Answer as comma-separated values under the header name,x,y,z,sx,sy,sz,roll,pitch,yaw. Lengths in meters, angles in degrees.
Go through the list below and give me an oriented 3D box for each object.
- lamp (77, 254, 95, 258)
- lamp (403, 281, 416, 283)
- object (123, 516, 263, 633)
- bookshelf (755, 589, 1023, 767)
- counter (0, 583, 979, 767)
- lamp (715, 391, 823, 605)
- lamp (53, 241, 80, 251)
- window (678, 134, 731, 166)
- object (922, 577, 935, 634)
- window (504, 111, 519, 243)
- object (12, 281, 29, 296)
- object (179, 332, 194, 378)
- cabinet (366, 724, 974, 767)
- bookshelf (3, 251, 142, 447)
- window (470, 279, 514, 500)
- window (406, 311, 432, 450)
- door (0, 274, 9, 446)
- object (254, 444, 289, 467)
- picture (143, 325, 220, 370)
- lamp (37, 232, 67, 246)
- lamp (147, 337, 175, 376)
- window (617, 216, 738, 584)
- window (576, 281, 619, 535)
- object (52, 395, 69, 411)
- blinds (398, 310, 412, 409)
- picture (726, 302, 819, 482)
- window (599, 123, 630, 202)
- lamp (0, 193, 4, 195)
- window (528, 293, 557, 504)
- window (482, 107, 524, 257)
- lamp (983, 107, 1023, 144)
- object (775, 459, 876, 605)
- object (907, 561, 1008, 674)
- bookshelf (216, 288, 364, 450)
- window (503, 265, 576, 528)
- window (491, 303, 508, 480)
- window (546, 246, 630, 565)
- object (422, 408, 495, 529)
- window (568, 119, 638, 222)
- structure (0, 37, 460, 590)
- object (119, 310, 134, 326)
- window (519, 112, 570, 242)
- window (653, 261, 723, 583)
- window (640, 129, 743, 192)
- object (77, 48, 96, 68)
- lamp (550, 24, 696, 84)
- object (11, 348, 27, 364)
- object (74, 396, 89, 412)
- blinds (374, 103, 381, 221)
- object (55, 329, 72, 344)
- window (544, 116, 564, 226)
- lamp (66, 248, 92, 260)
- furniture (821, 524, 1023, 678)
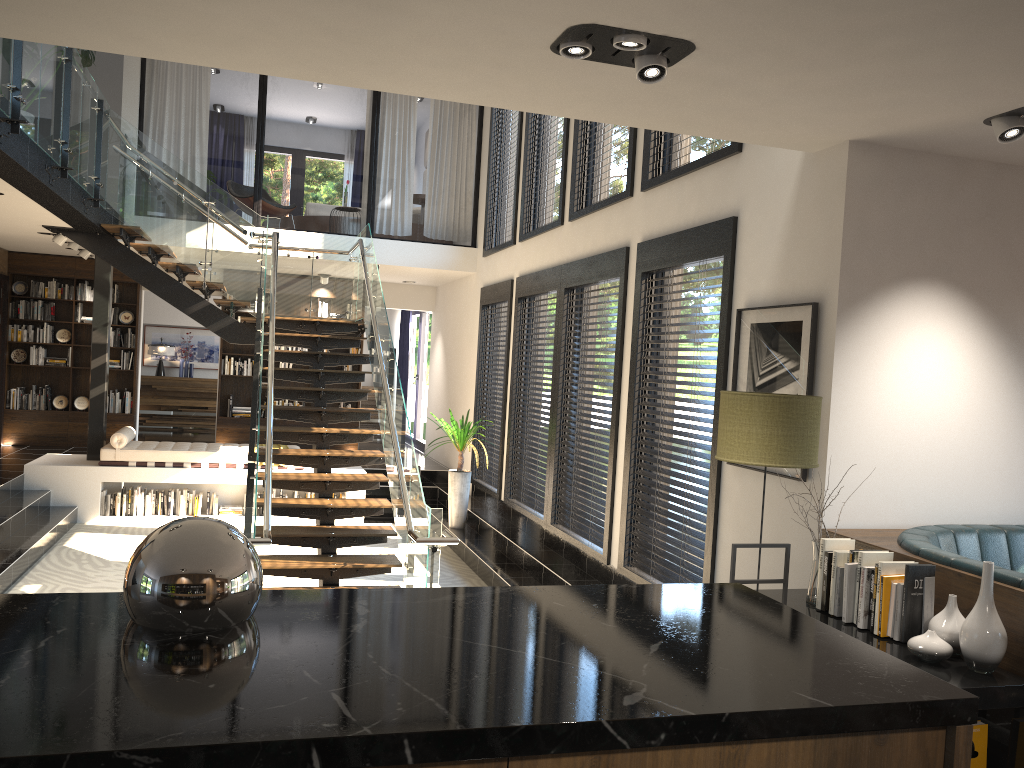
name,x,y,z,sx,sy,sz,roll,pitch,yaw
lamp,-5.833,-1.823,12.277,0.346,0.177,0.195,3,2,-16
lamp,-1.566,-1.613,13.537,0.195,0.158,0.346,3,1,-16
object,-0.548,0.344,1.533,0.227,0.228,0.227,4,2,34
bookshelf,1.479,1.269,3.692,0.356,0.500,1.303,3,1,-16
counter,-1.100,0.396,1.183,3.574,0.041,0.698,3,1,-16
lamp,1.097,0.762,3.971,0.437,1.445,0.637,4,2,9
lamp,-5.402,-1.742,10.787,0.346,0.231,0.195,3,2,-16
window,1.464,-2.630,5.962,0.005,2.298,1.220,3,2,-16
object,1.644,0.893,3.503,0.047,0.262,0.020,3,2,-16
window,0.134,-2.797,10.545,0.005,2.298,1.220,3,2,-16
object,-6.869,-1.333,12.382,0.212,0.222,0.082,3,2,-16
object,-6.002,-0.535,16.369,0.272,0.860,0.270,3,2,-2
cabinet,-1.132,0.914,1.200,3.564,0.994,0.698,3,2,-16
bookshelf,-6.248,-0.453,12.642,1.704,2.684,0.273,3,2,-16
window,-0.100,0.052,10.628,0.358,2.476,1.392,3,2,-16
window,-1.651,-0.140,15.869,0.184,2.477,2.979,3,2,-16
door,-6.924,-0.300,11.810,0.104,2.348,0.930,3,2,-16
object,-3.052,1.032,11.143,0.466,0.510,1.166,3,1,-16
picture,-5.065,-0.616,16.789,3.544,0.749,0.035,3,2,-16
lamp,-5.187,-1.699,10.045,0.346,0.263,0.195,3,2,-16
lamp,-6.390,-0.489,16.147,0.470,0.726,0.469,3,2,-24
window,1.230,0.216,6.045,0.358,2.476,1.392,3,2,-16
window,0.843,0.162,7.635,0.005,2.298,1.312,3,2,-16
object,-6.413,0.269,12.599,0.212,0.222,0.082,3,2,-16
blinds,-2.067,-0.269,16.679,0.161,2.771,1.079,3,2,-18
picture,1.405,0.030,4.847,0.028,0.912,0.748,3,2,-16
window,1.023,-2.685,7.483,0.005,2.298,1.220,3,2,-16
lamp,-4.409,-1.644,7.361,0.346,0.177,0.195,3,2,-16
window,0.426,0.110,9.070,0.005,2.298,1.312,3,2,-16
window,0.063,-2.801,10.533,0.358,2.476,1.392,3,2,-16
lamp,2.334,-1.169,3.836,0.501,0.248,0.349,3,1,-16
object,1.375,0.632,4.076,0.406,0.745,0.607,4,2,34
object,1.678,0.838,3.286,0.319,0.398,0.316,2,2,-40
bookshelf,-3.347,-0.303,13.492,2.090,2.684,0.273,3,2,-16
window,0.356,0.106,9.058,0.358,2.476,1.497,3,2,-16
window,-0.030,0.056,10.640,0.005,2.298,1.220,3,2,-16
window,0.772,0.159,7.624,0.358,2.476,1.497,3,2,-16
object,-0.606,0.958,10.048,0.876,1.338,0.829,2,2,-27
window,0.952,-2.689,7.471,0.358,2.476,1.392,3,2,-16
structure,-2.561,-0.275,7.262,3.448,4.870,7.275,3,1,-17
object,-5.560,-0.951,12.788,0.212,0.222,0.082,3,2,-16
window,0.508,-2.745,9.002,0.358,2.476,1.392,3,2,-16
window,1.301,0.220,6.058,0.005,2.298,1.220,3,2,-16
window,1.394,-2.634,5.950,0.358,2.476,1.392,3,2,-16
object,-4.189,-2.681,7.529,1.465,1.555,1.259,2,2,-28
lamp,0.408,-1.277,3.272,0.501,0.231,0.349,3,1,-16
object,-6.917,-0.388,12.441,0.212,0.222,0.082,3,2,-16
object,-6.147,0.282,12.671,0.212,0.222,0.082,3,2,-16
blinds,-1.558,-3.282,11.454,0.670,2.700,0.134,3,2,-16
object,-6.364,-0.676,12.587,0.212,0.222,0.082,3,2,-16
window,0.578,-2.741,9.014,0.005,2.298,1.220,3,2,-16
lamp,-5.619,-1.754,11.532,0.346,0.263,0.195,3,2,-16
furniture,2.943,1.176,4.095,2.610,0.822,1.364,3,1,-16
